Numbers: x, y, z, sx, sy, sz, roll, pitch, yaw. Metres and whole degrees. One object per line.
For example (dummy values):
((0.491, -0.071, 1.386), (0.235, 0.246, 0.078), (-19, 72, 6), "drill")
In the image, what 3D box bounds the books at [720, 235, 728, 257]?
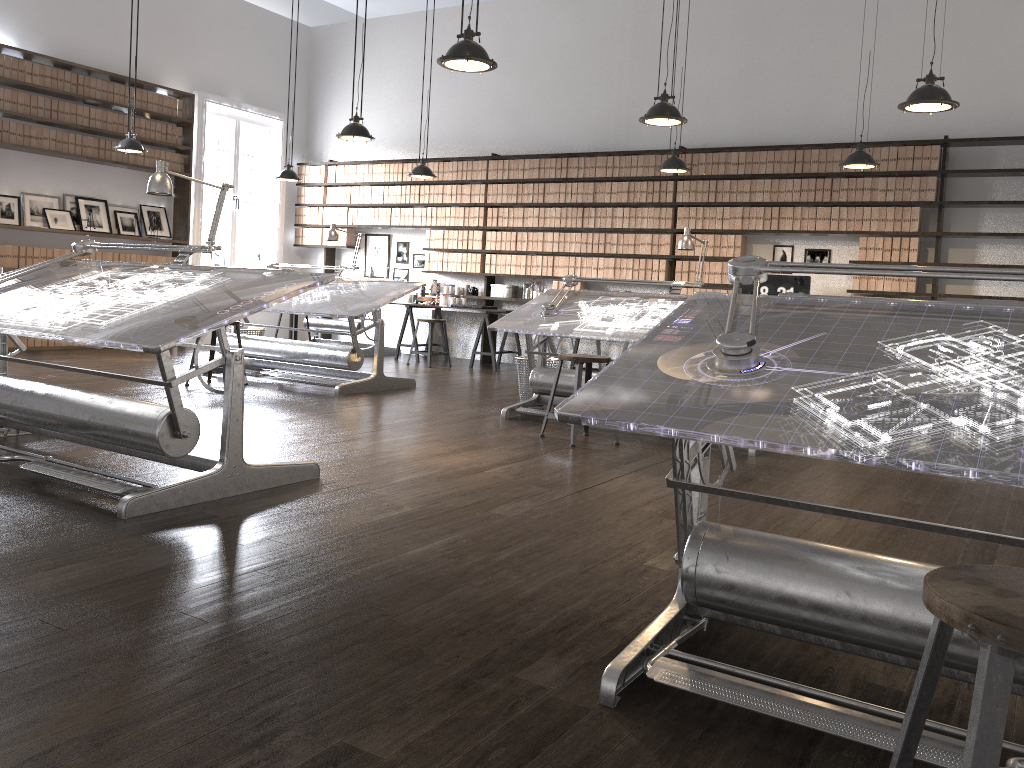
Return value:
((2.179, -1.394, 8.987), (0.067, 0.225, 0.174), (5, 5, 31), "books")

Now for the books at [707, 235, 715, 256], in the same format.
((2.058, -1.408, 9.054), (0.067, 0.225, 0.175), (5, 5, 31), "books")

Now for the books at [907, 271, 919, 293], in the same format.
((3.663, -0.939, 8.080), (0.067, 0.225, 0.175), (5, 5, 31), "books")

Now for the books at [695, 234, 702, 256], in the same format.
((1.950, -1.422, 9.124), (0.067, 0.225, 0.175), (5, 5, 31), "books")

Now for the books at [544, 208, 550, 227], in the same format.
((0.441, -1.877, 10.050), (0.067, 0.225, 0.174), (5, 5, 31), "books")

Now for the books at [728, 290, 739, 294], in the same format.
((2.235, -0.835, 8.963), (0.067, 0.225, 0.174), (5, 5, 31), "books")

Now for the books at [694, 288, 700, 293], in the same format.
((1.931, -0.871, 9.147), (0.067, 0.225, 0.175), (5, 5, 31), "books")

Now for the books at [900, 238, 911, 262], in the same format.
((3.609, -1.221, 8.110), (0.067, 0.225, 0.175), (5, 5, 31), "books")

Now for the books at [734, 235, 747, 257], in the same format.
((2.300, -1.380, 8.913), (0.067, 0.225, 0.175), (5, 5, 31), "books")

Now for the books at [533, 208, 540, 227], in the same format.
((0.319, -1.891, 10.118), (0.067, 0.225, 0.175), (5, 5, 31), "books")

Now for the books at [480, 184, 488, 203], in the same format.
((-0.301, -2.241, 10.493), (0.067, 0.225, 0.175), (5, 5, 31), "books")

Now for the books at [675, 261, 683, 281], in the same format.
((1.770, -1.169, 9.244), (0.067, 0.225, 0.175), (5, 5, 31), "books")

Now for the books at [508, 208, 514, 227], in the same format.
((0.032, -1.926, 10.300), (0.067, 0.225, 0.174), (5, 5, 31), "books")

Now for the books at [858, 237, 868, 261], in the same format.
((3.301, -1.258, 8.298), (0.067, 0.225, 0.175), (5, 5, 31), "books")

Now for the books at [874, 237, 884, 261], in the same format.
((3.420, -1.243, 8.221), (0.067, 0.225, 0.174), (5, 5, 31), "books")

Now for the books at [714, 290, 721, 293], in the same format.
((2.115, -0.849, 9.037), (0.067, 0.225, 0.175), (5, 5, 31), "books")

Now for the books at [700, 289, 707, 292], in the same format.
((1.988, -0.865, 9.115), (0.067, 0.225, 0.175), (5, 5, 31), "books")

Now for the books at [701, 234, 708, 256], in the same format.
((2.004, -1.415, 9.093), (0.067, 0.225, 0.175), (5, 5, 31), "books")

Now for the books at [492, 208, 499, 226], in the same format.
((-0.155, -1.948, 10.408), (0.067, 0.225, 0.175), (5, 5, 31), "books")

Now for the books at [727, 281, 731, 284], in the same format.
((2.243, -1.111, 8.949), (0.067, 0.225, 0.175), (5, 5, 31), "books")

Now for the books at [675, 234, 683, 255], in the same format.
((1.771, -1.444, 9.238), (0.067, 0.225, 0.174), (5, 5, 31), "books")

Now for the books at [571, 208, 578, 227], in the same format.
((0.733, -1.841, 9.870), (0.067, 0.225, 0.175), (5, 5, 31), "books")

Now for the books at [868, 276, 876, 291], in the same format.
((3.374, -0.974, 8.260), (0.067, 0.225, 0.174), (5, 5, 31), "books")

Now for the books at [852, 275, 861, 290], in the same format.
((3.251, -0.988, 8.328), (0.067, 0.225, 0.175), (5, 5, 31), "books")

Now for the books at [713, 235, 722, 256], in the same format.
((2.119, -1.401, 9.024), (0.067, 0.225, 0.175), (5, 5, 31), "books")

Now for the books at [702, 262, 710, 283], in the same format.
((2.017, -1.139, 9.092), (0.067, 0.225, 0.174), (5, 5, 31), "books")

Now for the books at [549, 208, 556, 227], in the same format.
((0.498, -1.869, 10.010), (0.067, 0.225, 0.174), (5, 5, 31), "books")

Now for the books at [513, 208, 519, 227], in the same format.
((0.092, -1.919, 10.262), (0.067, 0.225, 0.175), (5, 5, 31), "books")

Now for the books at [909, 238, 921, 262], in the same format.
((3.673, -1.213, 8.068), (0.067, 0.225, 0.175), (5, 5, 31), "books")

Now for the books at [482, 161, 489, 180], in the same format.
((-0.280, -2.516, 10.473), (0.067, 0.225, 0.175), (5, 5, 31), "books")

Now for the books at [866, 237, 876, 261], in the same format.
((3.362, -1.251, 8.261), (0.067, 0.225, 0.174), (5, 5, 31), "books")

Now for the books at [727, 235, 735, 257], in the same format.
((2.237, -1.387, 8.947), (0.067, 0.225, 0.174), (5, 5, 31), "books")

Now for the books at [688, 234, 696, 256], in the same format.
((1.887, -1.429, 9.161), (0.067, 0.225, 0.175), (5, 5, 31), "books")

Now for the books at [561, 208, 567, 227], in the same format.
((0.619, -1.854, 9.932), (0.067, 0.225, 0.175), (5, 5, 31), "books")

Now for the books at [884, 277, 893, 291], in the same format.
((3.491, -0.959, 8.180), (0.067, 0.225, 0.175), (5, 5, 31), "books")

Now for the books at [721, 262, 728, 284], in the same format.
((2.191, -1.117, 8.983), (0.067, 0.225, 0.175), (5, 5, 31), "books")

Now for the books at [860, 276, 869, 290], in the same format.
((3.313, -0.981, 8.295), (0.067, 0.225, 0.175), (5, 5, 31), "books")

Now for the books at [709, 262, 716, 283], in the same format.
((2.077, -1.131, 9.054), (0.067, 0.225, 0.175), (5, 5, 31), "books")

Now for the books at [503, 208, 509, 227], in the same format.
((-0.030, -1.933, 10.333), (0.067, 0.225, 0.174), (5, 5, 31), "books")

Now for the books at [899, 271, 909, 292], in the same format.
((3.603, -0.946, 8.116), (0.067, 0.225, 0.175), (5, 5, 31), "books")

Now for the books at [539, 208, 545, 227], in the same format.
((0.381, -1.884, 10.085), (0.067, 0.225, 0.175), (5, 5, 31), "books")

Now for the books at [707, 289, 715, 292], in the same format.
((2.048, -0.857, 9.072), (0.067, 0.225, 0.175), (5, 5, 31), "books")

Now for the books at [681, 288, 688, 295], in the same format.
((1.814, -0.885, 9.214), (0.067, 0.225, 0.175), (5, 5, 31), "books")

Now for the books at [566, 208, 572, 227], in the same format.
((0.676, -1.848, 9.902), (0.067, 0.225, 0.175), (5, 5, 31), "books")

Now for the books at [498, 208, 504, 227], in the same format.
((-0.088, -1.941, 10.374), (0.067, 0.225, 0.175), (5, 5, 31), "books")

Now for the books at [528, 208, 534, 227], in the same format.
((0.258, -1.898, 10.157), (0.067, 0.225, 0.175), (5, 5, 31), "books")

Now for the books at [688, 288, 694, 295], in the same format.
((1.875, -0.877, 9.176), (0.067, 0.225, 0.175), (5, 5, 31), "books")

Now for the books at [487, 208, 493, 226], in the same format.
((-0.215, -1.956, 10.452), (0.067, 0.225, 0.175), (5, 5, 31), "books")

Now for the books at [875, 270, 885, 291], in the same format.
((3.431, -0.967, 8.221), (0.067, 0.225, 0.174), (5, 5, 31), "books")

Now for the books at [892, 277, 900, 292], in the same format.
((3.547, -0.952, 8.145), (0.067, 0.225, 0.175), (5, 5, 31), "books")

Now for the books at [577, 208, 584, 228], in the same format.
((0.793, -1.833, 9.827), (0.067, 0.225, 0.175), (5, 5, 31), "books")

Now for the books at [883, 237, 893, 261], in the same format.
((3.483, -1.236, 8.188), (0.067, 0.225, 0.175), (5, 5, 31), "books")

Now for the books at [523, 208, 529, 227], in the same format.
((0.206, -1.905, 10.191), (0.067, 0.225, 0.175), (5, 5, 31), "books")

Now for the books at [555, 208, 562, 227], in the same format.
((0.558, -1.861, 9.969), (0.067, 0.225, 0.175), (5, 5, 31), "books")

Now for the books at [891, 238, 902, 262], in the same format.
((3.543, -1.228, 8.144), (0.067, 0.225, 0.175), (5, 5, 31), "books")

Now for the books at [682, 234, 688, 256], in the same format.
((1.830, -1.436, 9.200), (0.067, 0.225, 0.175), (5, 5, 31), "books")

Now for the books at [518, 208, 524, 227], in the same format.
((0.147, -1.911, 10.222), (0.067, 0.225, 0.175), (5, 5, 31), "books")

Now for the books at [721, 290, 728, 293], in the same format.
((2.173, -0.842, 8.996), (0.067, 0.225, 0.174), (5, 5, 31), "books")
